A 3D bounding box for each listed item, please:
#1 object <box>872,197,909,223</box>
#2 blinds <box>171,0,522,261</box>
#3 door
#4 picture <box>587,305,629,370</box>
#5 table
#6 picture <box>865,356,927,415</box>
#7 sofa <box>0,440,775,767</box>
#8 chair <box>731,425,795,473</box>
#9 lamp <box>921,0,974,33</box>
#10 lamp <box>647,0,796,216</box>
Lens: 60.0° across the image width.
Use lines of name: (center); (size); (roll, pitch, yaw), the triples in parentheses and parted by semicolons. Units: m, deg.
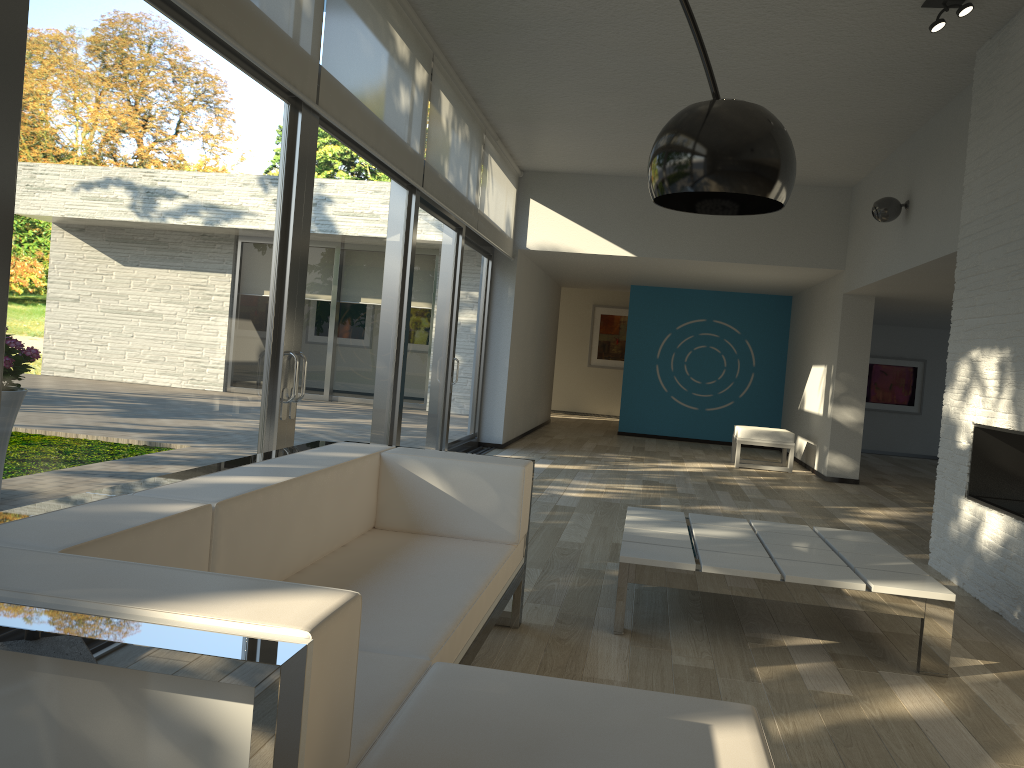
object: (3.019, -1.379, 7.030); (0.315, 0.203, 0.201); (5, 2, 9)
blinds: (-0.848, -1.724, 3.993); (0.056, 0.983, 11.531); (5, 2, 9)
door: (0.113, -0.155, 5.723); (19.443, 2.373, 22.951); (5, 2, 9)
picture: (2.157, -0.853, 16.721); (1.378, 1.190, 0.017); (5, 1, 9)
table: (1.098, 0.854, 3.928); (1.220, 0.305, 1.220); (5, 2, 9)
picture: (5.718, 0.012, 13.380); (0.959, 0.828, 0.017); (5, 1, 9)
sofa: (-0.204, 0.628, 2.289); (1.546, 0.654, 2.404); (5, 2, 9)
chair: (2.846, 0.728, 10.092); (0.611, 0.442, 0.610); (5, 2, 9)
lamp: (2.254, -1.905, 4.590); (0.234, 0.153, 0.135); (5, 1, 9)
lamp: (-0.202, -0.034, 1.279); (1.753, 2.023, 0.283); (4, 2, -39)
